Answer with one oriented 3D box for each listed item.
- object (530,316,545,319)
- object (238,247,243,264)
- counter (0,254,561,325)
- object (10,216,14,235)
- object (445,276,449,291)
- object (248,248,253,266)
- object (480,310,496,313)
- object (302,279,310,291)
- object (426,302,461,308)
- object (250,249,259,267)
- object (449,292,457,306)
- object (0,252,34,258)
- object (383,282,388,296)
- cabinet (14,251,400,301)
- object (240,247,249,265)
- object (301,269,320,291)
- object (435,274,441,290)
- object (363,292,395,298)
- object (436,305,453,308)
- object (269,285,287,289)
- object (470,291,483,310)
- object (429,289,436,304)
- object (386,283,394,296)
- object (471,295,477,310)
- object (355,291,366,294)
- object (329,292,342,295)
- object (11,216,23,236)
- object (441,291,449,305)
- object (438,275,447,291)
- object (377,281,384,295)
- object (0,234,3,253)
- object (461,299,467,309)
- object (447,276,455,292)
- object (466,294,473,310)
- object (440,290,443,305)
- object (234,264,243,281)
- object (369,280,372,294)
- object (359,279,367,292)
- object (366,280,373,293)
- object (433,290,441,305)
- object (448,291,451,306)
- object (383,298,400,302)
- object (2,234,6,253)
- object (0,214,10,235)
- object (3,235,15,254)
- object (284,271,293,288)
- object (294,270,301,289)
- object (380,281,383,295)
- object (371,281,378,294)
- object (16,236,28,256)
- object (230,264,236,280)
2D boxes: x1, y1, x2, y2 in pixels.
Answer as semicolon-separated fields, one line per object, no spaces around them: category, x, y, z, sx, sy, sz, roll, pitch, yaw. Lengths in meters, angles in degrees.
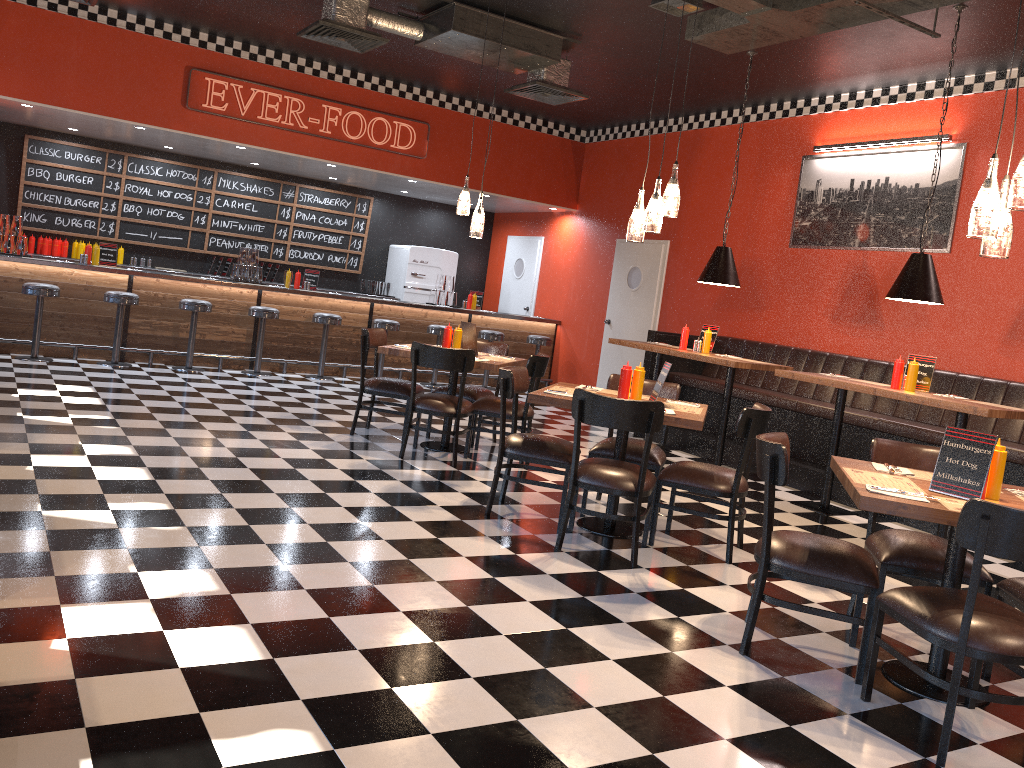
object;0.354;-0.950;12.564;0.157;0.019;0.256;5;6;-21
object;-3.249;-1.544;10.688;0.105;0.208;0.105;9;4;13
counter;-2.476;-1.126;10.961;7.028;0.050;0.679;4;7;-31
object;-5.287;-1.687;9.456;0.106;0.208;0.105;11;5;43
object;-0.891;-1.380;12.136;0.105;0.208;0.105;9;4;13
object;-3.155;-1.538;10.756;0.105;0.208;0.105;9;4;13
object;-0.337;-0.998;12.143;0.157;0.019;0.256;3;7;-36
object;-2.533;-1.225;10.945;0.094;0.135;0.047;9;4;19
object;-0.938;-1.073;12.091;0.436;0.018;0.274;4;7;-31
object;-3.093;-1.520;10.663;0.105;0.208;0.105;9;4;13
object;-0.800;-1.152;12.083;0.105;0.208;0.105;9;4;13
object;-5.334;-1.380;9.411;0.436;0.018;0.274;4;7;-31
object;-1.858;-1.397;13.089;0.105;0.208;0.105;9;4;14
cabinet;-4.125;-0.969;11.942;5.275;0.996;0.678;4;5;-31
object;-3.199;-1.529;10.612;0.105;0.208;0.105;9;4;13
object;-2.509;-1.295;11.047;0.188;0.256;0.072;8;4;4
object;-0.985;-1.386;12.068;0.105;0.208;0.105;9;4;13
object;-1.951;-1.304;13.004;0.436;0.018;0.274;4;7;-31
object;-0.905;-1.034;11.765;0.157;0.019;0.256;3;7;-36
object;-2.807;-1.165;10.586;0.157;0.019;0.256;3;7;-36
object;-0.511;-1.164;12.352;0.188;0.256;0.072;8;4;4
object;-1.074;-1.187;12.066;0.105;0.208;0.105;9;4;13
object;-1.793;-1.378;12.995;0.105;0.208;0.105;9;4;14
object;-0.522;-1.141;12.211;0.068;0.237;0.068;10;4;28
object;-2.112;-1.352;13.259;0.436;0.018;0.274;4;7;-31
object;-2.178;-1.118;10.940;0.157;0.019;0.256;6;6;-16
object;-5.225;-1.669;9.363;0.106;0.208;0.105;11;5;43
object;-0.908;-1.160;12.026;0.105;0.208;0.105;9;4;14
object;-0.935;-1.371;11.992;0.105;0.208;0.105;9;4;13
object;-1.928;-1.394;12.973;0.105;0.208;0.105;9;4;14
object;-5.403;-1.475;9.298;0.106;0.208;0.105;11;5;43
object;-0.645;-1.105;12.211;0.093;0.135;0.047;5;5;-36
object;-0.829;-1.362;12.043;0.105;0.208;0.105;9;4;13
object;-0.576;-1.140;12.134;0.068;0.237;0.068;8;4;-1
object;-0.970;-1.178;12.115;0.105;0.208;0.105;9;4;14
object;-3.270;-1.326;10.598;0.105;0.208;0.105;9;4;13
object;-2.051;-1.410;12.968;0.105;0.208;0.105;9;4;14
object;-2.228;-1.460;13.223;0.105;0.208;0.105;9;4;14
object;-2.120;-1.440;13.165;0.105;0.208;0.105;9;4;14
object;-1.007;-1.168;11.978;0.105;0.208;0.105;9;4;13
object;-0.869;-1.171;12.177;0.105;0.208;0.105;9;4;13
object;-1.557;-1.080;11.362;0.157;0.019;0.256;4;7;-31
object;-5.366;-1.485;9.435;0.106;0.208;0.105;11;5;43
object;-5.331;-1.678;9.312;0.106;0.208;0.105;11;5;43
object;-5.304;-1.467;9.346;0.106;0.208;0.105;11;5;43
object;-2.724;-1.269;10.764;0.105;0.208;0.105;9;4;14
object;-2.649;-1.293;10.949;0.068;0.237;0.068;6;4;-19
object;-1.952;-1.429;13.283;0.105;0.208;0.105;9;4;14
object;-2.006;-1.393;12.869;0.105;0.208;0.105;9;4;14
object;-5.196;-1.459;9.403;0.106;0.208;0.105;11;5;43
object;-3.338;-1.345;10.686;0.105;0.208;0.105;9;4;13
